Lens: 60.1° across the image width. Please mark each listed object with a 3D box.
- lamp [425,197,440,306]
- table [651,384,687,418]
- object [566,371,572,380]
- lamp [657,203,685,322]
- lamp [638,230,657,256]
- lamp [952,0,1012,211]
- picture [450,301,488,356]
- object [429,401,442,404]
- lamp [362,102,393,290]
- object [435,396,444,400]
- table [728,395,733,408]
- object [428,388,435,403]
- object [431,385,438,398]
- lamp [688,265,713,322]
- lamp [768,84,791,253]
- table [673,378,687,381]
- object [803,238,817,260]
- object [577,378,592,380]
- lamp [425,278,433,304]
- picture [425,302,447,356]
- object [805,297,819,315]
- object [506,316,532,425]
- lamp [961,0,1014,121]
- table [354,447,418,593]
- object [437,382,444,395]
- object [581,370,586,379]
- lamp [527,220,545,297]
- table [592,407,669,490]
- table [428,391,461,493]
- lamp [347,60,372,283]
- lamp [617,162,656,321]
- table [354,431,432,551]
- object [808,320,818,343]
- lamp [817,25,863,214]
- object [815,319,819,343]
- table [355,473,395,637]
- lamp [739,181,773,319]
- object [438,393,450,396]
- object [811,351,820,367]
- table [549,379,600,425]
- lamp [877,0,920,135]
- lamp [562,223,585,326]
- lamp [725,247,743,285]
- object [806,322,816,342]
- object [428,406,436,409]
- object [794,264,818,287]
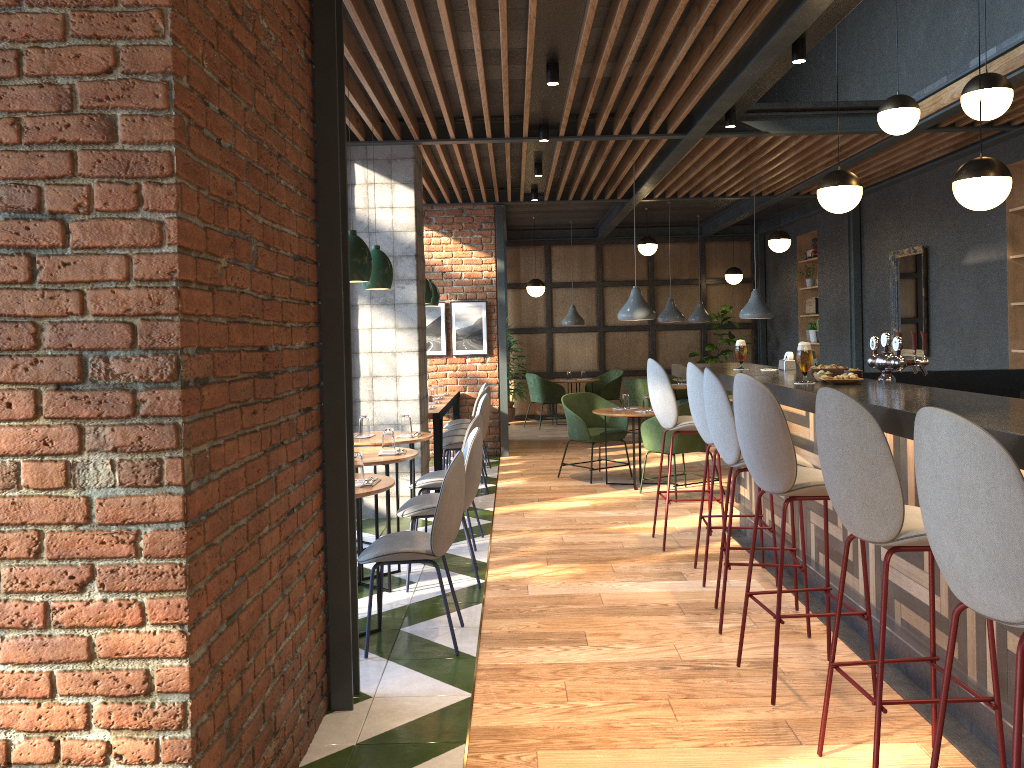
[{"bbox_3d":[-0.933,-1.876,9.825,0.224,2.021,0.224,-1,1,4],"label":"lamp"},{"bbox_3d":[2.123,0.365,11.629,0.807,0.687,0.808,1,3,42],"label":"table"},{"bbox_3d":[0.862,-0.127,13.396,0.080,0.138,0.080,-2,1,-21],"label":"object"},{"bbox_3d":[2.033,-3.055,11.589,0.353,4.488,0.353,-1,1,35],"label":"lamp"},{"bbox_3d":[1.825,-3.659,12.175,0.268,3.792,0.268,-2,1,-20],"label":"lamp"},{"bbox_3d":[2.340,-2.774,4.472,0.268,3.792,0.268,-1,1,-9],"label":"lamp"},{"bbox_3d":[-0.498,-0.648,10.281,0.430,0.631,0.015,-1,1,0],"label":"picture"},{"bbox_3d":[-0.765,0.178,8.598,0.157,0.019,0.243,-1,3,1],"label":"object"},{"bbox_3d":[-0.942,-1.654,6.020,0.224,2.021,0.224,-1,1,4],"label":"lamp"},{"bbox_3d":[-0.780,0.145,9.166,0.157,0.019,0.243,-1,3,1],"label":"object"},{"bbox_3d":[2.623,0.482,9.422,0.808,0.687,0.807,-3,3,-41],"label":"table"},{"bbox_3d":[-0.790,0.111,8.618,0.080,0.138,0.080,-2,2,-36],"label":"object"},{"bbox_3d":[-0.805,0.078,9.187,0.080,0.138,0.080,-2,1,-27],"label":"object"},{"bbox_3d":[2.738,-3.159,13.100,0.353,4.488,0.353,-1,1,35],"label":"lamp"},{"bbox_3d":[3.204,-3.490,10.731,0.268,3.792,0.268,-2,1,-28],"label":"lamp"},{"bbox_3d":[2.799,0.261,13.134,0.807,0.687,0.808,-1,2,0],"label":"table"},{"bbox_3d":[4.171,-1.858,12.173,0.204,0.284,0.517,-1,3,0],"label":"object"},{"bbox_3d":[1.125,-0.077,13.565,0.157,0.019,0.243,-4,4,-34],"label":"object"},{"bbox_3d":[-0.935,-1.824,8.933,0.224,2.021,0.224,-1,1,4],"label":"lamp"},{"bbox_3d":[-0.978,-0.637,10.283,0.430,0.631,0.015,-1,1,0],"label":"picture"},{"bbox_3d":[4.208,-1.077,12.227,0.199,0.241,0.341,-1,2,-5],"label":"object"},{"bbox_3d":[-0.157,-0.223,13.763,0.979,1.722,0.913,-2,1,-35],"label":"object"},{"bbox_3d":[2.688,-3.412,5.076,0.268,3.792,0.268,-2,1,-35],"label":"lamp"},{"bbox_3d":[-0.888,0.783,5.154,0.699,0.746,0.700,0,3,42],"label":"table"},{"bbox_3d":[-0.783,0.046,9.736,0.080,0.138,0.080,-2,1,-27],"label":"object"},{"bbox_3d":[1.092,-0.143,13.569,0.080,0.138,0.080,-2,1,-21],"label":"object"},{"bbox_3d":[0.305,-3.156,12.844,0.268,3.792,0.268,-1,1,43],"label":"lamp"},{"bbox_3d":[1.156,0.587,8.199,0.807,0.687,0.808,0,3,31],"label":"table"},{"bbox_3d":[-0.926,0.556,8.916,0.658,0.765,2.776,-1,3,0],"label":"table"},{"bbox_3d":[-0.944,-1.602,5.129,0.224,2.021,0.224,-1,1,4],"label":"lamp"},{"bbox_3d":[1.101,-2.834,8.174,0.353,4.488,0.353,-1,1,35],"label":"lamp"},{"bbox_3d":[-0.886,0.731,6.045,0.699,0.746,0.700,-1,2,10],"label":"table"},{"bbox_3d":[4.171,-0.735,12.202,0.213,0.329,0.233,-1,1,6],"label":"object"},{"bbox_3d":[1.999,-2.958,5.500,0.268,3.792,0.268,-1,1,2],"label":"lamp"},{"bbox_3d":[4.172,-0.732,11.963,0.143,0.349,0.144,-1,1,17],"label":"object"},{"bbox_3d":[-0.890,0.842,4.140,0.700,0.746,0.699,-3,3,-43],"label":"table"},{"bbox_3d":[2.545,-2.939,9.398,0.353,4.488,0.353,-1,1,35],"label":"lamp"},{"bbox_3d":[-0.759,0.113,9.715,0.157,0.019,0.243,-1,3,1],"label":"object"},{"bbox_3d":[4.193,-0.321,12.236,0.150,0.257,0.522,-1,3,0],"label":"object"},{"bbox_3d":[0.951,0.283,13.517,0.807,0.687,0.808,0,3,40],"label":"table"},{"bbox_3d":[2.576,-3.583,5.982,0.268,3.792,0.268,-1,1,6],"label":"lamp"},{"bbox_3d":[0.879,-3.136,13.463,0.353,4.488,0.353,-1,1,35],"label":"lamp"},{"bbox_3d":[3.359,-3.420,13.558,0.268,3.792,0.268,-1,1,43],"label":"lamp"},{"bbox_3d":[4.209,-0.732,12.417,0.173,0.295,0.190,-2,2,-26],"label":"object"},{"bbox_3d":[-0.768,0.212,8.012,0.157,0.019,0.243,-1,3,1],"label":"object"},{"bbox_3d":[4.145,-1.505,12.253,0.174,0.329,0.537,-2,3,-20],"label":"object"}]
